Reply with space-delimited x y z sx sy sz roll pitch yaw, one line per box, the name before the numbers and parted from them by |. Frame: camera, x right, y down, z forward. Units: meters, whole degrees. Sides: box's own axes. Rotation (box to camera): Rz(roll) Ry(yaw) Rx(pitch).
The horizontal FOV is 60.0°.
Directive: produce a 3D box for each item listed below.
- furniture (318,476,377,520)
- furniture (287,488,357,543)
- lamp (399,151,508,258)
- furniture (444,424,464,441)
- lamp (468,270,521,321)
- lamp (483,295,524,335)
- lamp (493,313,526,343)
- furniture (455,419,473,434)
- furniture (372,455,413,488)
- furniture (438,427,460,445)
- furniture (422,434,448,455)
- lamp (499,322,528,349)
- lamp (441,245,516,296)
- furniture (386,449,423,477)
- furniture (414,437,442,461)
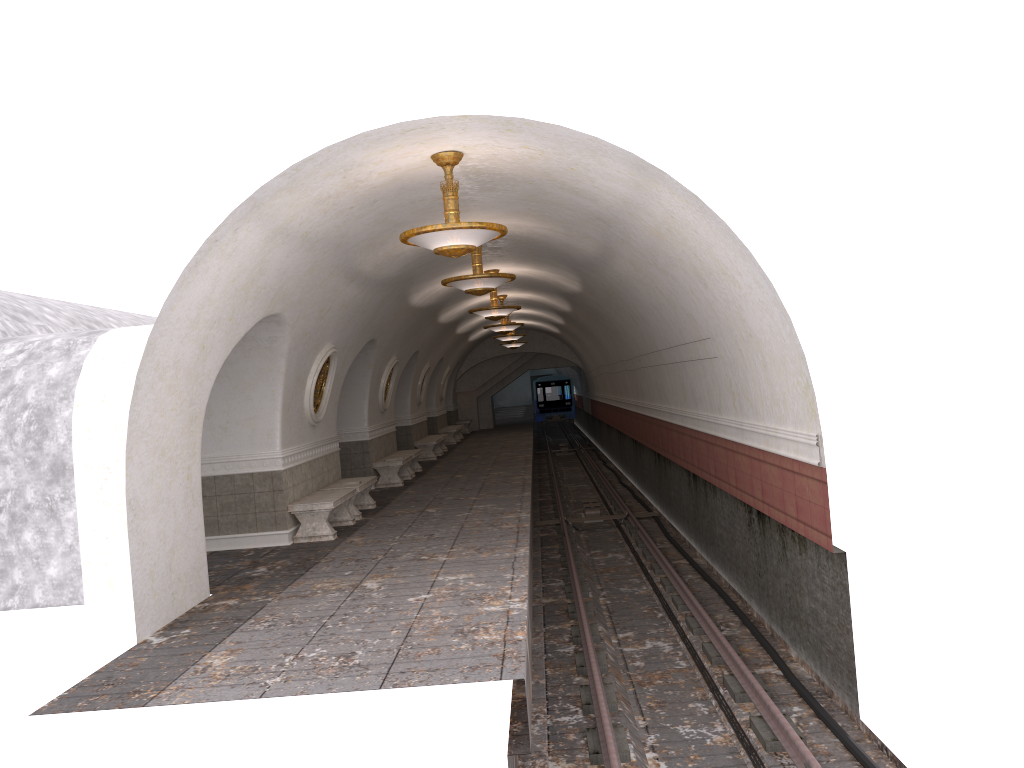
furniture | -2.544 1.804 13.971 0.613 0.508 1.509 -5 0 1
furniture | -2.587 1.807 12.290 0.613 0.508 1.509 -5 0 1
lamp | -0.564 -1.648 8.255 1.008 0.955 1.008 -5 0 -43
furniture | -2.082 1.771 31.957 0.613 0.508 1.509 -5 0 1
lamp | -0.346 -1.664 16.769 1.008 0.955 1.008 -5 0 -14
lamp | -0.222 -1.673 21.597 1.008 0.955 1.008 -5 0 17
lamp | -0.098 -1.682 26.424 1.008 0.955 1.008 -5 0 17
furniture | -1.963 1.762 36.576 0.613 0.508 1.509 -5 0 1
furniture | -2.433 1.796 18.297 0.613 0.508 1.509 -5 0 1
furniture | -2.125 1.774 30.276 0.613 0.508 1.509 -5 0 1
furniture | -2.235 1.782 25.996 0.613 0.508 1.509 -5 0 1
lamp | 0.026 -1.691 31.252 1.008 0.955 1.008 -5 0 -43
lamp | -0.470 -1.655 11.908 1.008 0.955 1.008 -5 0 -14
furniture | -2.390 1.793 19.978 0.613 0.508 1.509 -5 0 1
furniture | -2.278 1.785 24.315 0.613 0.508 1.509 -5 0 1
